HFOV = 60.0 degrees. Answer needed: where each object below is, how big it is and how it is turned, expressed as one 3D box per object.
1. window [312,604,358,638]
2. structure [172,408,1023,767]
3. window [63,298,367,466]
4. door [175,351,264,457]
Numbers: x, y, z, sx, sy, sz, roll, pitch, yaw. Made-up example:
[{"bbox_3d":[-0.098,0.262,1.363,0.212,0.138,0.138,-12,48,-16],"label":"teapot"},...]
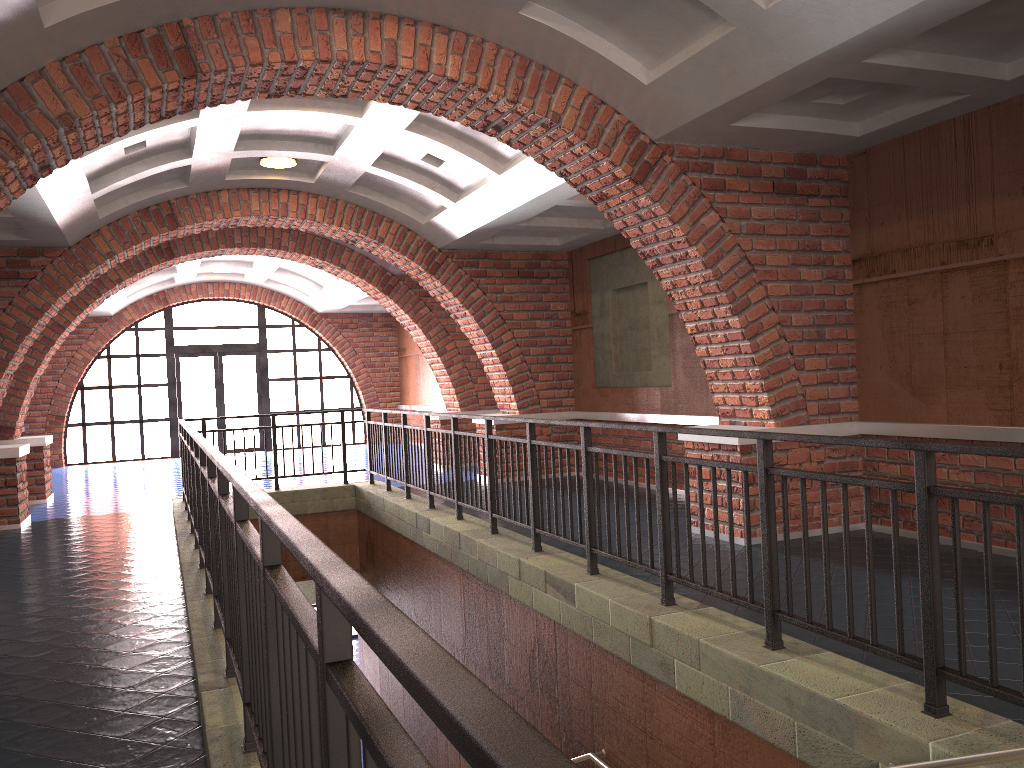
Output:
[{"bbox_3d":[-6.127,4.238,19.385,6.353,3.471,0.100,-3,0,-22],"label":"window"},{"bbox_3d":[-0.764,3.122,5.891,2.464,5.665,11.176,-3,0,-22],"label":"structure"},{"bbox_3d":[-6.342,-0.154,19.365,6.353,3.471,0.100,-3,0,-22],"label":"window"},{"bbox_3d":[-6.366,0.416,19.354,1.754,2.236,0.040,-3,0,-22],"label":"door"}]
